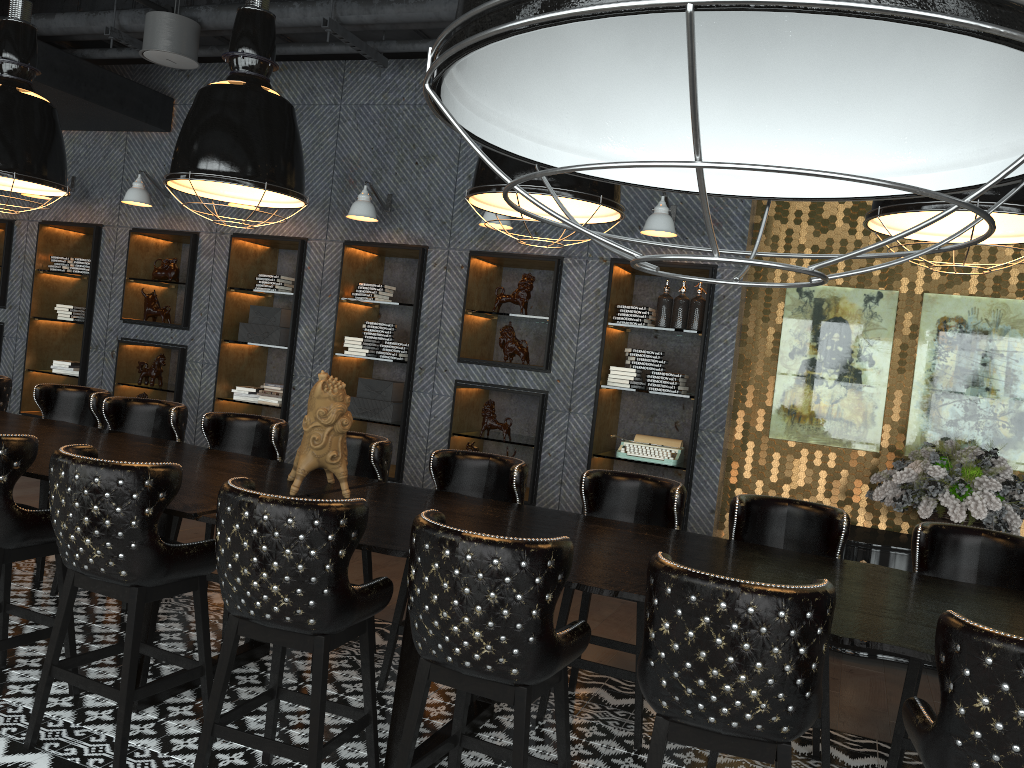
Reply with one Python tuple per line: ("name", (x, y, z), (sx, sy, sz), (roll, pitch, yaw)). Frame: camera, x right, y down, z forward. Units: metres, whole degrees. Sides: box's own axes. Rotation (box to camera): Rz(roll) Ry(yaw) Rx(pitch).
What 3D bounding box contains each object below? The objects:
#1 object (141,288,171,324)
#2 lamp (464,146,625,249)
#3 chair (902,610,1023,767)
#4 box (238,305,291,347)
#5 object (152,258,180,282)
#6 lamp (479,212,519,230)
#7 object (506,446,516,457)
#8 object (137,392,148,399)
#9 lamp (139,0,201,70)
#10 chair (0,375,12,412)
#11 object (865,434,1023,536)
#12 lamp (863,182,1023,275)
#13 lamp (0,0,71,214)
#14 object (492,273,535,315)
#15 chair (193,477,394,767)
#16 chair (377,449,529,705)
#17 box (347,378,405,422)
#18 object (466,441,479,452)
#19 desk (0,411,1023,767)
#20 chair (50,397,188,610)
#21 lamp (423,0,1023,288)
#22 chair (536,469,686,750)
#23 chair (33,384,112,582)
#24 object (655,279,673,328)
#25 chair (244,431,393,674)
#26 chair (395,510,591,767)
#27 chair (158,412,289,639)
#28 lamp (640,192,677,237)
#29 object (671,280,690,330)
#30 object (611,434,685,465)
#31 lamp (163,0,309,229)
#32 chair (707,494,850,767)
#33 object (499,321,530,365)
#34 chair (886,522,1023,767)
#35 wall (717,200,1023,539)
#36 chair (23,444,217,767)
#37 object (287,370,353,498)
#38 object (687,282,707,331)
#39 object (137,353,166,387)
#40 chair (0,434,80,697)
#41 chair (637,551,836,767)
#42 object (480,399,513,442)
("object", (-3.140, -0.684, 7.846), (0.325, 0.309, 0.154), (7, 1, 26))
("lamp", (0.239, -1.682, 3.403), (0.621, 2.302, 0.622), (6, 1, -24))
("chair", (1.241, 1.120, 2.176), (0.504, 1.092, 0.568), (7, 1, 14))
("box", (-2.082, -0.497, 7.538), (0.419, 0.315, 0.298), (7, 2, 21))
("object", (-3.060, -1.014, 7.838), (0.278, 0.222, 0.138), (7, 1, 21))
("lamp", (-0.024, -1.245, 6.332), (0.244, 0.287, 0.489), (8, 2, 37))
("object", (0.006, 0.654, 6.658), (0.198, 0.358, 0.116), (5, 2, -39))
("object", (-3.218, 0.275, 7.841), (0.338, 0.388, 0.177), (7, 2, 29))
("lamp", (-2.222, -2.669, 5.894), (0.380, 1.045, 0.382), (5, 2, -42))
("chair", (-3.524, 0.477, 5.588), (0.504, 1.092, 0.568), (7, 2, 30))
("object", (2.676, 0.666, 5.376), (0.847, 0.663, 0.875), (5, 2, -38))
("lamp", (1.590, -1.513, 2.872), (0.621, 2.302, 0.622), (6, 1, -24))
("lamp", (-2.462, -2.019, 4.463), (0.621, 2.302, 0.622), (6, 1, -24))
("object", (0.016, -0.684, 6.654), (0.292, 0.325, 0.152), (7, 1, 19))
("chair", (-0.730, 0.874, 2.928), (0.504, 1.092, 0.568), (7, 1, 19))
("chair", (-0.244, 0.889, 4.220), (0.504, 1.092, 0.568), (7, 1, 23))
("box", (-1.099, 0.123, 7.154), (0.419, 0.315, 0.323), (7, 2, 21))
("object", (-0.245, 0.627, 6.722), (0.266, 0.359, 0.168), (7, 1, 14))
("desk", (-0.894, 0.924, 3.755), (7.597, 0.927, 1.433), (7, 2, 21))
("chair", (-2.199, 0.642, 5.078), (0.504, 1.092, 0.568), (7, 1, 12))
("lamp", (0.252, -1.140, 0.519), (0.391, 2.160, 0.391), (6, 1, -24))
("chair", (0.480, 0.975, 4.076), (0.504, 1.092, 0.568), (7, 1, 23))
("chair", (-2.799, 0.564, 5.415), (0.504, 1.092, 0.568), (7, 1, 18))
("object", (1.074, -0.562, 6.224), (0.109, 0.349, 0.109), (6, 1, -24))
("chair", (-0.941, 0.801, 4.516), (0.504, 1.092, 0.568), (7, 2, 29))
("chair", (-0.085, 0.954, 2.703), (0.504, 1.092, 0.568), (7, 1, 25))
("chair", (-1.547, 0.723, 4.822), (0.504, 1.092, 0.568), (7, 1, 16))
("lamp", (1.052, -1.120, 5.910), (0.244, 0.287, 0.489), (8, 2, 37))
("object", (1.181, -0.549, 6.182), (0.109, 0.349, 0.109), (7, 1, 6))
("object", (0.972, 0.461, 6.442), (0.535, 0.149, 0.484), (7, 2, 20))
("lamp", (-1.111, -1.851, 3.933), (0.621, 2.302, 0.622), (6, 1, -24))
("chair", (1.125, 1.057, 3.773), (0.504, 1.092, 0.568), (7, 1, 14))
("object", (0.023, -0.295, 6.637), (0.242, 0.337, 0.158), (7, 1, 26))
("chair", (1.793, 1.140, 3.518), (0.504, 1.092, 0.568), (7, 2, 30))
("wall", (2.636, -0.456, 5.845), (2.446, 4.382, 0.024), (7, 1, 21))
("chair", (-1.411, 0.788, 3.223), (0.504, 1.092, 0.568), (7, 1, 26))
("object", (-0.819, 0.207, 3.861), (0.249, 0.545, 0.475), (6, 1, -16))
("object", (1.287, -0.535, 6.138), (0.109, 0.349, 0.109), (6, 1, -9))
("object", (-3.218, -0.133, 7.886), (0.317, 0.306, 0.143), (7, 1, 16))
("chair", (-2.065, 0.706, 3.491), (0.504, 1.092, 0.568), (7, 1, 24))
("chair", (0.581, 1.036, 2.488), (0.504, 1.092, 0.568), (7, 1, 15))
("object", (-0.114, 0.268, 6.620), (0.257, 0.294, 0.134), (7, 2, 29))
